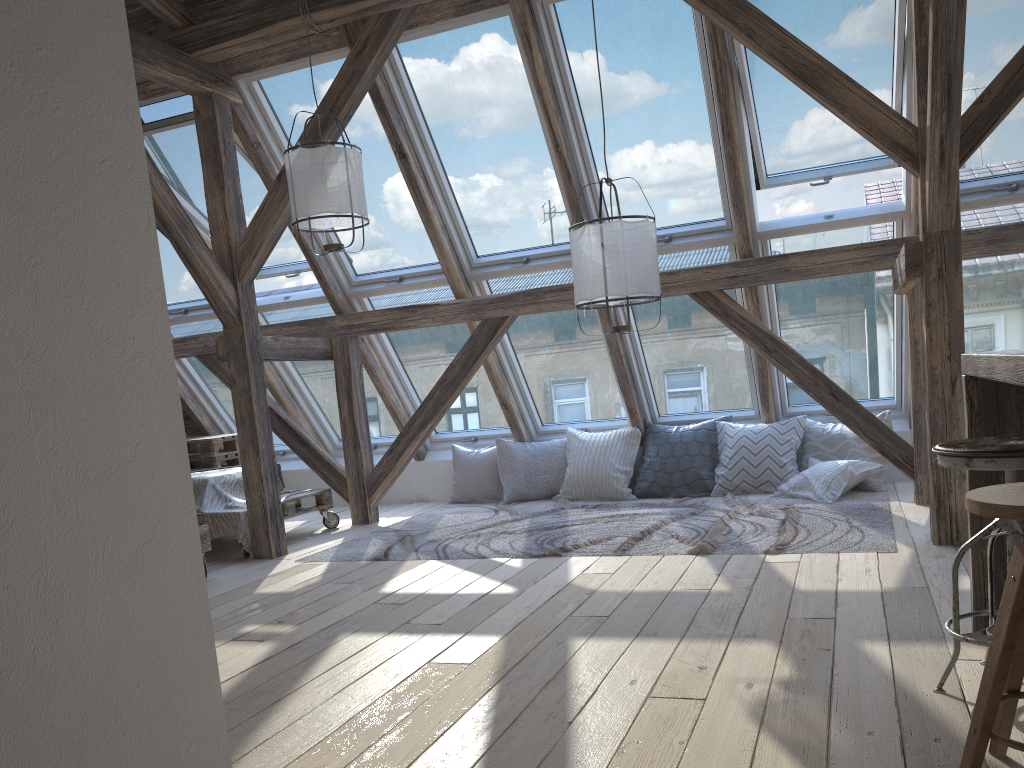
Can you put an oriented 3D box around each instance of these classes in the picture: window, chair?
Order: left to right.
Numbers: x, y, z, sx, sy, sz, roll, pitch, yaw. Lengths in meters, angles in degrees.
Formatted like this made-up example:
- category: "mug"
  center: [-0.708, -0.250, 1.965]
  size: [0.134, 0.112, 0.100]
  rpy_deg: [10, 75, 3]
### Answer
- category: "window"
  center: [-2.695, -1.113, 6.180]
  size: [0.858, 1.291, 1.082]
  rpy_deg: [-4, 4, 21]
- category: "window"
  center: [-1.823, -1.197, 5.887]
  size: [0.858, 1.291, 1.333]
  rpy_deg: [-4, 4, 21]
- category: "window"
  center: [-2.230, 0.045, 7.247]
  size: [0.858, 1.291, 1.082]
  rpy_deg: [-4, 4, 21]
- category: "window"
  center: [-1.374, -0.037, 6.912]
  size: [0.858, 1.291, 1.082]
  rpy_deg: [-4, 4, 21]
- category: "window"
  center: [-0.984, -1.278, 5.510]
  size: [0.858, 1.291, 1.082]
  rpy_deg: [-4, 4, 21]
- category: "window"
  center: [-0.518, -0.119, 6.576]
  size: [0.858, 1.291, 1.082]
  rpy_deg: [-4, 4, 21]
- category: "window"
  center: [-0.128, -1.360, 5.174]
  size: [0.858, 1.291, 1.082]
  rpy_deg: [-4, 4, 21]
- category: "window"
  center: [0.338, -0.202, 6.241]
  size: [0.858, 1.291, 1.082]
  rpy_deg: [-4, 4, 21]
- category: "window"
  center: [0.728, -1.442, 4.839]
  size: [0.858, 1.291, 1.082]
  rpy_deg: [-4, 4, 21]
- category: "window"
  center: [1.194, -0.284, 5.906]
  size: [0.858, 1.291, 1.082]
  rpy_deg: [-4, 4, 21]
- category: "window"
  center: [1.601, -1.526, 4.549]
  size: [0.858, 1.290, 1.389]
  rpy_deg: [-4, 4, 21]
- category: "window"
  center: [2.049, -0.366, 5.571]
  size: [0.858, 1.291, 1.082]
  rpy_deg: [-4, 4, 21]
- category: "window"
  center: [2.905, -0.448, 5.235]
  size: [0.858, 1.291, 1.082]
  rpy_deg: [-4, 4, 21]
- category: "chair"
  center: [1.257, 0.455, 2.203]
  size: [0.350, 0.644, 0.353]
  rpy_deg: [-9, 7, -35]
- category: "window"
  center: [2.440, -1.606, 4.169]
  size: [0.858, 1.291, 1.082]
  rpy_deg: [-4, 4, 21]
- category: "chair"
  center: [1.031, 0.496, 1.640]
  size: [0.341, 0.603, 0.337]
  rpy_deg: [-1, 7, 41]

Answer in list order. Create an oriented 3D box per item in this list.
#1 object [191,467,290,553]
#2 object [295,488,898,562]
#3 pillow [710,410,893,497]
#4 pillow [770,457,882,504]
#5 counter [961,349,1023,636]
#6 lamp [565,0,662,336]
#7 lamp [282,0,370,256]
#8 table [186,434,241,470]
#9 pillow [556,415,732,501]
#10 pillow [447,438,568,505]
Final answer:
- category: "object"
  center: [-1.669, 0.786, 5.710]
  size: [0.803, 0.479, 1.010]
  rpy_deg: [-7, 2, -39]
- category: "object"
  center: [0.615, 0.810, 5.440]
  size: [3.196, 0.057, 2.164]
  rpy_deg: [-5, 0, 22]
- category: "pillow"
  center: [1.932, 0.473, 5.872]
  size: [1.158, 0.540, 0.495]
  rpy_deg: [-5, 4, 26]
- category: "pillow"
  center: [1.958, 0.610, 5.545]
  size: [0.472, 0.244, 0.536]
  rpy_deg: [-6, 1, -27]
- category: "counter"
  center: [2.512, 0.230, 2.515]
  size: [2.248, 0.861, 3.770]
  rpy_deg: [-5, 0, 21]
- category: "lamp"
  center: [0.423, -1.185, 4.028]
  size: [0.397, 1.918, 0.405]
  rpy_deg: [-9, 8, -27]
- category: "lamp"
  center: [-0.995, -1.346, 4.538]
  size: [0.400, 1.320, 0.402]
  rpy_deg: [-6, 6, -3]
- category: "table"
  center: [-2.549, 0.789, 7.068]
  size: [1.019, 0.710, 0.666]
  rpy_deg: [-5, 4, 21]
- category: "pillow"
  center: [0.922, 0.541, 6.310]
  size: [1.276, 0.570, 0.461]
  rpy_deg: [-5, 4, 22]
- category: "pillow"
  center: [0.010, 0.664, 6.700]
  size: [1.135, 0.531, 0.429]
  rpy_deg: [-5, 4, 14]
